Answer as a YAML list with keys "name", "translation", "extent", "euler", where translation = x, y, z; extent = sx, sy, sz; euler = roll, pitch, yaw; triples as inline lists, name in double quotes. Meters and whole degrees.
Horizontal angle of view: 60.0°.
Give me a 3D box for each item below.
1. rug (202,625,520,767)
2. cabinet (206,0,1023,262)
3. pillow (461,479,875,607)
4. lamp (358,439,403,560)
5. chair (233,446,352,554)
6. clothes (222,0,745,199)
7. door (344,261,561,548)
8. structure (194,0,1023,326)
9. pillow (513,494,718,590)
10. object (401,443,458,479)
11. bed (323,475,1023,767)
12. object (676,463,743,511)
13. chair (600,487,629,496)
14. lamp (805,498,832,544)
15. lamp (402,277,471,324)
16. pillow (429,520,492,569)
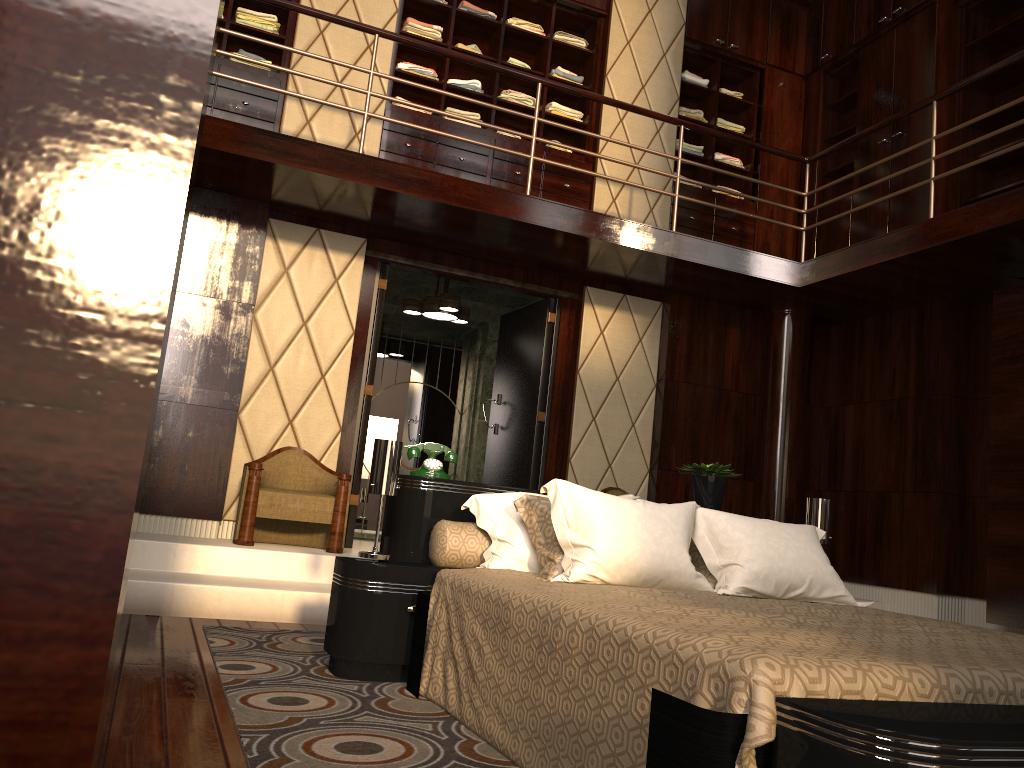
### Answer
- name: "rug"
  translation: [0.809, 0.989, 2.310]
  extent: [2.910, 0.006, 3.735]
  euler: [9, -9, -21]
- name: "cabinet"
  translation: [0.129, -2.171, 5.450]
  extent: [6.767, 2.432, 2.576]
  euler: [9, -9, -21]
- name: "pillow"
  translation: [0.514, 0.526, 2.922]
  extent: [1.322, 0.320, 0.685]
  euler: [9, -9, -19]
- name: "lamp"
  translation: [-0.429, 0.378, 2.919]
  extent: [0.106, 0.385, 0.109]
  euler: [8, -9, -14]
- name: "chair"
  translation: [-1.189, 0.606, 4.810]
  extent: [0.571, 0.550, 0.462]
  euler: [9, -9, -21]
- name: "clothes"
  translation: [-0.535, -2.197, 5.968]
  extent: [4.996, 0.954, 0.818]
  euler: [11, -10, -28]
- name: "door"
  translation: [-0.559, 0.232, 6.019]
  extent: [1.435, 1.820, 0.828]
  euler: [10, -9, -22]
- name: "structure"
  translation: [0.398, -0.416, 3.991]
  extent: [6.107, 3.189, 3.750]
  euler: [9, -9, -21]
- name: "pillow"
  translation: [0.545, 0.552, 2.904]
  extent: [1.123, 0.271, 0.293]
  euler: [9, -9, -20]
- name: "object"
  translation: [-0.303, 0.280, 3.249]
  extent: [0.178, 0.131, 0.158]
  euler: [1, -10, 31]
- name: "bed"
  translation: [0.676, 0.658, 2.421]
  extent: [1.985, 0.660, 2.381]
  euler: [9, -9, -21]
- name: "object"
  translation: [0.811, 0.427, 3.678]
  extent: [0.256, 0.205, 0.241]
  euler: [13, -11, -39]
- name: "chair"
  translation: [0.723, 0.922, 5.543]
  extent: [0.571, 0.550, 0.462]
  euler: [9, -9, -21]
- name: "lamp"
  translation: [1.233, 0.659, 3.593]
  extent: [0.106, 0.385, 0.109]
  euler: [8, -9, -14]
- name: "lamp"
  translation: [-0.559, -0.667, 6.502]
  extent: [0.467, 0.347, 0.515]
  euler: [5, -9, 9]
- name: "pillow"
  translation: [0.381, 0.635, 3.197]
  extent: [1.396, 0.167, 0.173]
  euler: [9, -9, -21]
